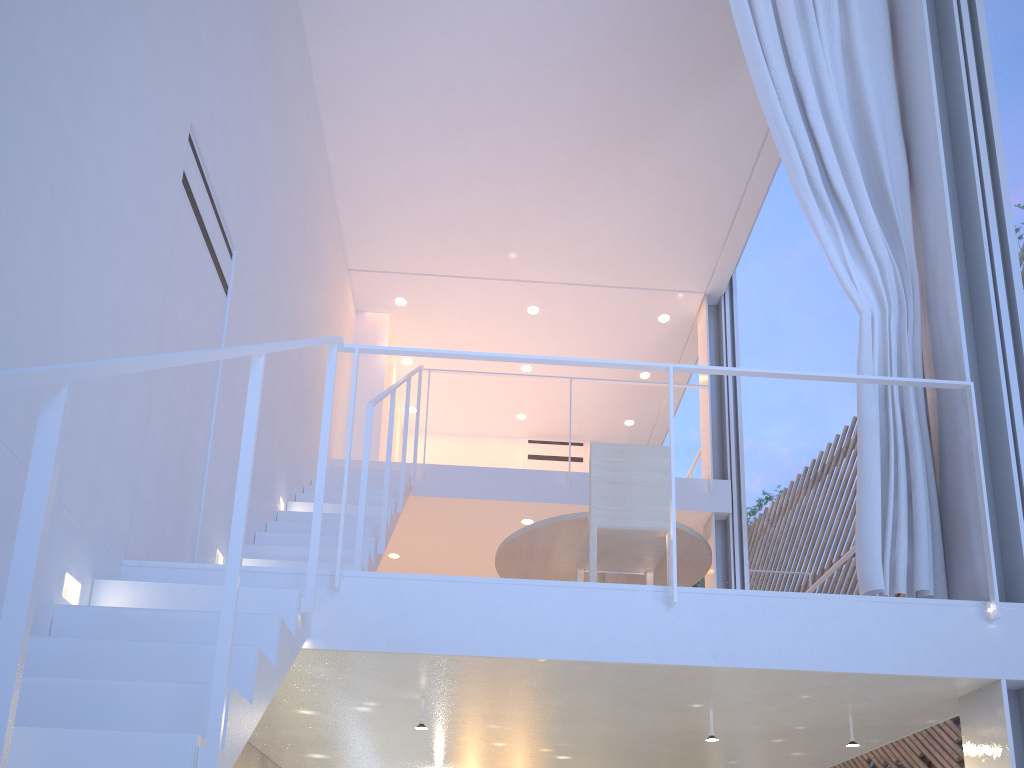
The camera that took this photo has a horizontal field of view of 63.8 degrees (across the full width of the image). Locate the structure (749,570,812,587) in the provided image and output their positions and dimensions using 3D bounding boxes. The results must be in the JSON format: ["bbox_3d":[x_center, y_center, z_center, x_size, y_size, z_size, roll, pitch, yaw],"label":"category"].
[{"bbox_3d":[1.567,1.567,5.827,1.141,0.493,0.030,3,-15,-3],"label":"structure"}]

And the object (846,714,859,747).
[{"bbox_3d":[-0.108,1.637,2.674,1.676,0.704,2.134,4,-31,-4],"label":"object"}]

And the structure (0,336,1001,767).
[{"bbox_3d":[0.322,0.270,0.858,1.368,1.536,1.661,3,-25,-2],"label":"structure"}]

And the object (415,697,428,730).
[{"bbox_3d":[-0.207,0.760,1.903,0.029,0.068,0.033,-1,-19,9],"label":"object"}]

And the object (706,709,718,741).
[{"bbox_3d":[0.469,0.800,1.933,0.029,0.068,0.033,-1,-19,9],"label":"object"}]

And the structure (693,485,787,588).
[{"bbox_3d":[1.767,3.622,8.427,1.120,3.881,3.798,3,-24,-4],"label":"structure"}]

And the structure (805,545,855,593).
[{"bbox_3d":[1.035,0.892,2.711,0.028,0.473,1.970,2,-32,-2],"label":"structure"}]

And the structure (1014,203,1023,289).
[{"bbox_3d":[2.669,0.137,3.579,0.748,2.331,2.703,5,-25,-9],"label":"structure"}]

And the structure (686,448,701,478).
[{"bbox_3d":[0.975,0.898,4.822,0.028,0.473,1.973,2,-32,-2],"label":"structure"}]

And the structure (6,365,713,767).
[{"bbox_3d":[0.117,0.220,1.705,1.733,2.829,4.227,3,-27,-2],"label":"structure"}]

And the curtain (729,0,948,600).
[{"bbox_3d":[0.753,-0.548,2.074,0.517,2.092,0.108,4,-15,-6],"label":"curtain"}]
